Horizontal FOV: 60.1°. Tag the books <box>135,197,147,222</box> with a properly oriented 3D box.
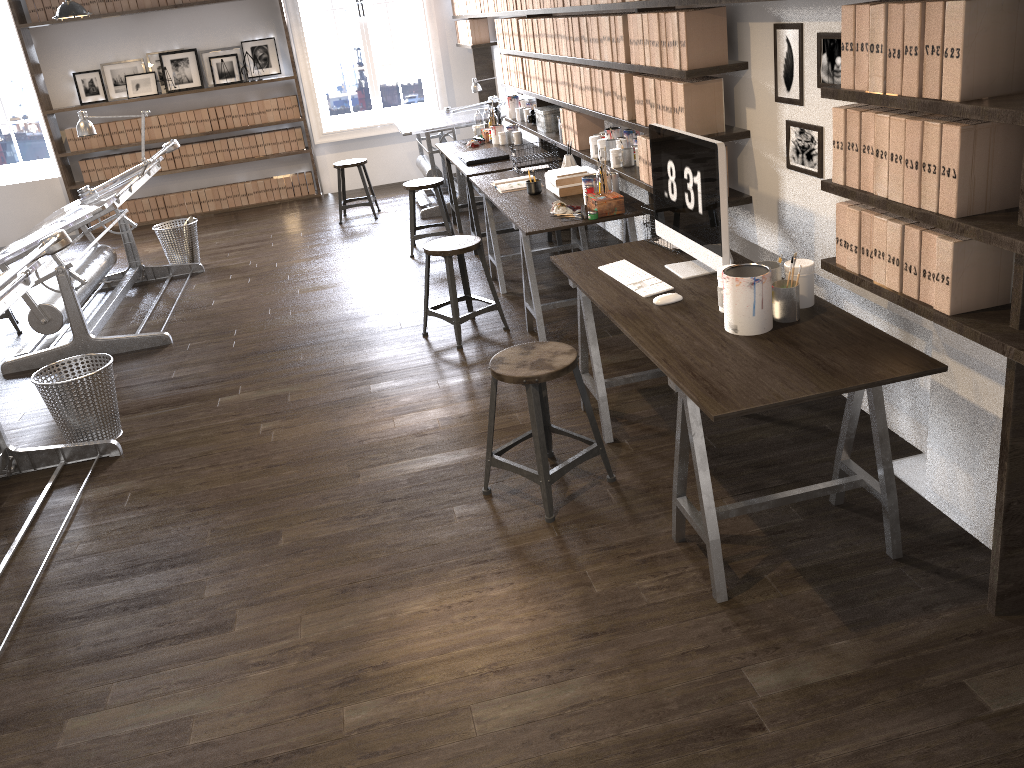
[{"bbox_3d":[-3.882,-1.829,9.294,0.067,0.222,0.177,-11,22,-8],"label":"books"}]

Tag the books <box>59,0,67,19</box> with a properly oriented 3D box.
[{"bbox_3d":[-4.303,-3.642,8.551,0.067,0.222,0.177,-11,22,-8],"label":"books"}]

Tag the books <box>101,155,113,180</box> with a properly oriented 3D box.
[{"bbox_3d":[-4.142,-2.227,9.094,0.067,0.222,0.177,-11,22,-8],"label":"books"}]

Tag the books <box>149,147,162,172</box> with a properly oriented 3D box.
[{"bbox_3d":[-3.675,-2.321,9.165,0.067,0.222,0.177,-11,22,-8],"label":"books"}]

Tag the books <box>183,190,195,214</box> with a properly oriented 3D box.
[{"bbox_3d":[-3.403,-1.923,9.363,0.067,0.222,0.177,-11,22,-8],"label":"books"}]

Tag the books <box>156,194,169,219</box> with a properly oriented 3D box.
[{"bbox_3d":[-3.671,-1.870,9.322,0.067,0.222,0.177,-11,22,-8],"label":"books"}]

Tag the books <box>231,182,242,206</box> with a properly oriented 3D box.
[{"bbox_3d":[-2.930,-2.020,9.441,0.067,0.222,0.177,-11,22,-8],"label":"books"}]

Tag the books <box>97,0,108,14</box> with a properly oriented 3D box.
[{"bbox_3d":[-3.971,-3.707,8.597,0.067,0.222,0.177,-11,22,-8],"label":"books"}]

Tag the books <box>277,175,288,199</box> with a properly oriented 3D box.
[{"bbox_3d":[-2.462,-2.113,9.510,0.067,0.222,0.177,-11,22,-8],"label":"books"}]

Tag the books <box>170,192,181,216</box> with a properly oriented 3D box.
[{"bbox_3d":[-3.536,-1.898,9.346,0.067,0.221,0.177,-11,22,-8],"label":"books"}]

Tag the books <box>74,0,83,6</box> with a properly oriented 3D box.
[{"bbox_3d":[-4.167,-3.667,8.566,0.067,0.222,0.177,-11,22,-8],"label":"books"}]

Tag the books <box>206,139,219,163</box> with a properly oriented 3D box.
[{"bbox_3d":[-3.123,-2.432,9.250,0.067,0.222,0.177,-11,22,-8],"label":"books"}]

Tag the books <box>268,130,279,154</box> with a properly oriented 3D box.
[{"bbox_3d":[-2.513,-2.554,9.344,0.067,0.221,0.177,-11,22,-8],"label":"books"}]

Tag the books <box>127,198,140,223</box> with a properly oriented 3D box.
[{"bbox_3d":[-3.951,-1.815,9.284,0.067,0.222,0.177,-11,22,-8],"label":"books"}]

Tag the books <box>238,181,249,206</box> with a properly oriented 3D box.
[{"bbox_3d":[-2.861,-2.033,9.448,0.067,0.222,0.177,-11,22,-8],"label":"books"}]

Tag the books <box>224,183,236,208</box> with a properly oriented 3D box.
[{"bbox_3d":[-2.998,-2.007,9.432,0.067,0.222,0.177,-11,22,-8],"label":"books"}]

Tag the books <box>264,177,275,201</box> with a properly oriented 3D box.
[{"bbox_3d":[-2.600,-2.087,9.493,0.067,0.222,0.177,-11,22,-8],"label":"books"}]

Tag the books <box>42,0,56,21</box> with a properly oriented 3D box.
[{"bbox_3d":[-4.440,-3.615,8.530,0.067,0.222,0.177,-11,22,-8],"label":"books"}]

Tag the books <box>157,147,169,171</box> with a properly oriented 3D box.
[{"bbox_3d":[-3.606,-2.333,9.172,0.067,0.222,0.177,-11,22,-8],"label":"books"}]

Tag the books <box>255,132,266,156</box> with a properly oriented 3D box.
[{"bbox_3d":[-2.644,-2.526,9.320,0.067,0.222,0.177,-11,22,-8],"label":"books"}]

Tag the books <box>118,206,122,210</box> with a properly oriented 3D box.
[{"bbox_3d":[-4.081,-1.789,9.262,0.067,0.221,0.177,-11,22,-8],"label":"books"}]

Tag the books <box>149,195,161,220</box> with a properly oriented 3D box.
[{"bbox_3d":[-3.745,-1.857,9.316,0.067,0.222,0.177,-11,22,-8],"label":"books"}]

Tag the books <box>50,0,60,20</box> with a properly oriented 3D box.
[{"bbox_3d":[-4.370,-3.627,8.536,0.067,0.222,0.177,-11,22,-8],"label":"books"}]

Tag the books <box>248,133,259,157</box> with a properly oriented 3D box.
[{"bbox_3d":[-2.713,-2.514,9.313,0.067,0.222,0.177,-11,22,-8],"label":"books"}]

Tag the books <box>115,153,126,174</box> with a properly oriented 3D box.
[{"bbox_3d":[-4.005,-2.253,9.110,0.067,0.222,0.177,-11,22,-8],"label":"books"}]

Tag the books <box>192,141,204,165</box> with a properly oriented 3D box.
[{"bbox_3d":[-3.258,-2.404,9.227,0.067,0.222,0.177,-11,22,-8],"label":"books"}]

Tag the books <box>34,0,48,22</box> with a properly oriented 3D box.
[{"bbox_3d":[-4.512,-3.598,8.513,0.067,0.222,0.177,-11,22,-8],"label":"books"}]

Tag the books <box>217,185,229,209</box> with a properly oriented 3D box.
[{"bbox_3d":[-3.065,-1.991,9.415,0.067,0.222,0.177,-11,22,-8],"label":"books"}]

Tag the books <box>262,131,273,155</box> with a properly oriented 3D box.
[{"bbox_3d":[-2.574,-2.541,9.333,0.067,0.221,0.177,-11,22,-8],"label":"books"}]

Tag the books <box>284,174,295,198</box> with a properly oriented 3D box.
[{"bbox_3d":[-2.394,-2.129,9.525,0.067,0.222,0.177,-11,22,-8],"label":"books"}]

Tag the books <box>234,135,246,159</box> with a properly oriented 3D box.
[{"bbox_3d":[-2.848,-2.486,9.291,0.067,0.222,0.177,-11,22,-8],"label":"books"}]

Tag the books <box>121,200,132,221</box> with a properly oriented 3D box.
[{"bbox_3d":[-4.016,-1.800,9.268,0.067,0.222,0.177,-11,22,-8],"label":"books"}]

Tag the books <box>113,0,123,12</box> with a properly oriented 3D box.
[{"bbox_3d":[-3.836,-3.737,8.624,0.067,0.222,0.177,-11,22,-8],"label":"books"}]

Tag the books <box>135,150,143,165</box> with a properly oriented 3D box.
[{"bbox_3d":[-3.808,-2.291,9.139,0.067,0.222,0.177,-11,22,-8],"label":"books"}]

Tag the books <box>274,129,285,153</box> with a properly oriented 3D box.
[{"bbox_3d":[-2.448,-2.565,9.350,0.067,0.222,0.177,-11,22,-8],"label":"books"}]

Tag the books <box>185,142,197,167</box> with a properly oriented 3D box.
[{"bbox_3d":[-3.328,-2.388,9.213,0.067,0.222,0.177,-11,22,-8],"label":"books"}]

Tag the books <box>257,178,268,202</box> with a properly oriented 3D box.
[{"bbox_3d":[-2.665,-2.072,9.477,0.067,0.222,0.177,-11,22,-8],"label":"books"}]

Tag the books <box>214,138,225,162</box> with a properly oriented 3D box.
[{"bbox_3d":[-3.050,-2.446,9.260,0.067,0.221,0.177,-11,22,-8],"label":"books"}]

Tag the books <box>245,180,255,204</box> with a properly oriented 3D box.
[{"bbox_3d":[-2.791,-2.047,9.460,0.067,0.221,0.177,-11,22,-8],"label":"books"}]

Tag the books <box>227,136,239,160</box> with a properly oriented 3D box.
[{"bbox_3d":[-2.918,-2.471,9.277,0.067,0.222,0.177,-11,22,-8],"label":"books"}]

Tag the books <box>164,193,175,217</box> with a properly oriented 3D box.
[{"bbox_3d":[-3.600,-1.886,9.339,0.067,0.221,0.177,-11,22,-8],"label":"books"}]

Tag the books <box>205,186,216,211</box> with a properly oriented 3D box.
[{"bbox_3d":[-3.191,-1.967,9.399,0.067,0.221,0.177,-11,22,-8],"label":"books"}]

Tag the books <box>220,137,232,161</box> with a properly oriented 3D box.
[{"bbox_3d":[-2.988,-2.456,9.266,0.067,0.222,0.177,-11,22,-8],"label":"books"}]

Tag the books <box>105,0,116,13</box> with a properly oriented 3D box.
[{"bbox_3d":[-3.904,-3.722,8.612,0.067,0.222,0.177,-11,22,-8],"label":"books"}]

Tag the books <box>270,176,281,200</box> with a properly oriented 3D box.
[{"bbox_3d":[-2.532,-2.101,9.503,0.067,0.222,0.177,-11,22,-8],"label":"books"}]

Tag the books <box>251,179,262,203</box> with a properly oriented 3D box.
[{"bbox_3d":[-2.731,-2.060,9.471,0.067,0.221,0.177,-11,22,-8],"label":"books"}]

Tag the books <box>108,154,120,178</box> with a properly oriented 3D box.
[{"bbox_3d":[-4.074,-2.240,9.103,0.067,0.222,0.177,-11,22,-8],"label":"books"}]

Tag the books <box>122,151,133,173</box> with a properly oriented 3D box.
[{"bbox_3d":[-3.935,-2.267,9.123,0.067,0.221,0.177,-11,22,-8],"label":"books"}]

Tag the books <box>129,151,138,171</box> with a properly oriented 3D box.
[{"bbox_3d":[-3.874,-2.280,9.133,0.067,0.221,0.177,-11,22,-8],"label":"books"}]

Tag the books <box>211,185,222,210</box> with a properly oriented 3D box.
[{"bbox_3d":[-3.130,-1.980,9.409,0.067,0.221,0.177,-11,22,-8],"label":"books"}]

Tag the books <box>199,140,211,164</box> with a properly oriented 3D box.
[{"bbox_3d":[-3.191,-2.419,9.241,0.067,0.222,0.177,-11,22,-8],"label":"books"}]

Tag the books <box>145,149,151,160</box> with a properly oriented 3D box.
[{"bbox_3d":[-3.744,-2.307,9.155,0.067,0.222,0.177,-11,22,-8],"label":"books"}]

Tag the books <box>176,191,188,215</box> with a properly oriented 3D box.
[{"bbox_3d":[-3.474,-1.909,9.352,0.067,0.222,0.177,-11,22,-8],"label":"books"}]

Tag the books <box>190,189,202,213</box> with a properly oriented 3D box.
[{"bbox_3d":[-3.334,-1.938,9.377,0.067,0.222,0.177,-11,22,-8],"label":"books"}]

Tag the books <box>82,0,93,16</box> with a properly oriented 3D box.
[{"bbox_3d":[-4.103,-3.682,8.580,0.067,0.221,0.177,-11,22,-8],"label":"books"}]

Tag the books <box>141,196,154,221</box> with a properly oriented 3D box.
[{"bbox_3d":[-3.813,-1.841,9.301,0.067,0.222,0.177,-11,22,-8],"label":"books"}]

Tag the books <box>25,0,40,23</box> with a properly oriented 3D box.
[{"bbox_3d":[-4.585,-3.586,8.507,0.067,0.221,0.177,-11,22,-8],"label":"books"}]

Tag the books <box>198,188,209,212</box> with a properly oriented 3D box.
[{"bbox_3d":[-3.261,-1.952,9.386,0.067,0.222,0.177,-11,22,-8],"label":"books"}]

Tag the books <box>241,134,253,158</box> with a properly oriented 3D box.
[{"bbox_3d":[-2.781,-2.501,9.305,0.067,0.222,0.177,-11,22,-8],"label":"books"}]
